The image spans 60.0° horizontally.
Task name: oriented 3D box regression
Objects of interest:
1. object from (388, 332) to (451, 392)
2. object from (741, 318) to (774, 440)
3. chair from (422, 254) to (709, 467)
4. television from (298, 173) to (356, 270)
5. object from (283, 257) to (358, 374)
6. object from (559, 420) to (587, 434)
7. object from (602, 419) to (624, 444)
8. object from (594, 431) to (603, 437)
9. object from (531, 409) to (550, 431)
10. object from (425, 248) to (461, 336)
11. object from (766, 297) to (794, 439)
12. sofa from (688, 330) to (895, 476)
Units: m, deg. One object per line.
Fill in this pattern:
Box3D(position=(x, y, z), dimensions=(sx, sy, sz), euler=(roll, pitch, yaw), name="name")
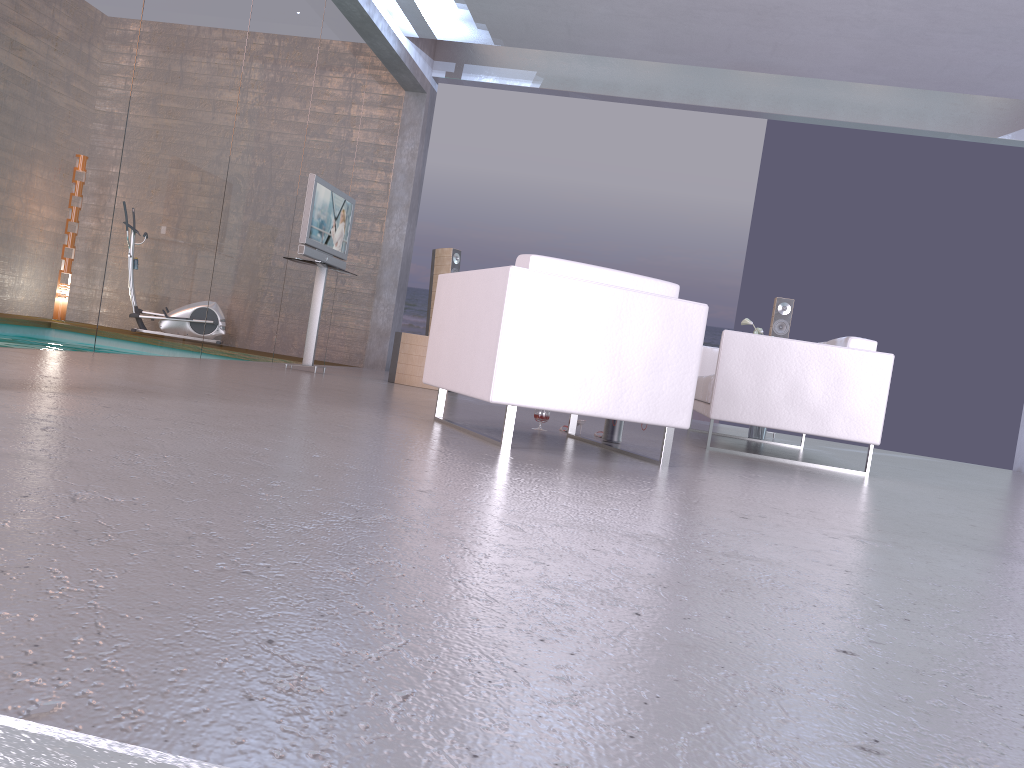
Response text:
Box3D(position=(-0.770, -0.200, 8.056), dimensions=(0.604, 0.459, 0.514), euler=(9, 1, 8), name="object")
Box3D(position=(2.219, -0.033, 7.897), dimensions=(0.400, 1.051, 0.387), euler=(8, 2, -44), name="object")
Box3D(position=(0.191, -0.131, 4.131), dimensions=(0.936, 0.808, 1.026), euler=(8, 1, -22), name="chair")
Box3D(position=(-1.559, -1.351, 7.538), dimensions=(0.054, 0.644, 1.000), euler=(9, 1, 8), name="television")
Box3D(position=(-1.680, -0.582, 7.560), dimensions=(0.360, 0.958, 0.818), euler=(9, 1, 8), name="object")
Box3D(position=(0.338, 0.233, 5.025), dimensions=(0.079, 0.087, 0.235), euler=(8, 1, -25), name="object")
Box3D(position=(0.568, 0.098, 4.767), dimensions=(0.109, 0.435, 0.109), euler=(10, 2, 35), name="object")
Box3D(position=(0.529, 0.263, 4.989), dimensions=(0.079, 0.087, 0.235), euler=(8, 1, -14), name="object")
Box3D(position=(0.169, 0.138, 4.863), dimensions=(0.091, 0.233, 0.091), euler=(10, 2, 36), name="object")
Box3D(position=(-0.792, -0.755, 9.752), dimensions=(0.444, 1.469, 0.244), euler=(10, 2, 33), name="object")
Box3D(position=(2.574, -0.156, 8.741), dimensions=(0.243, 1.363, 0.333), euler=(9, 1, 14), name="object")
Box3D(position=(1.877, 0.066, 6.464), dimensions=(1.026, 0.824, 2.353), euler=(9, 1, 8), name="sofa")
